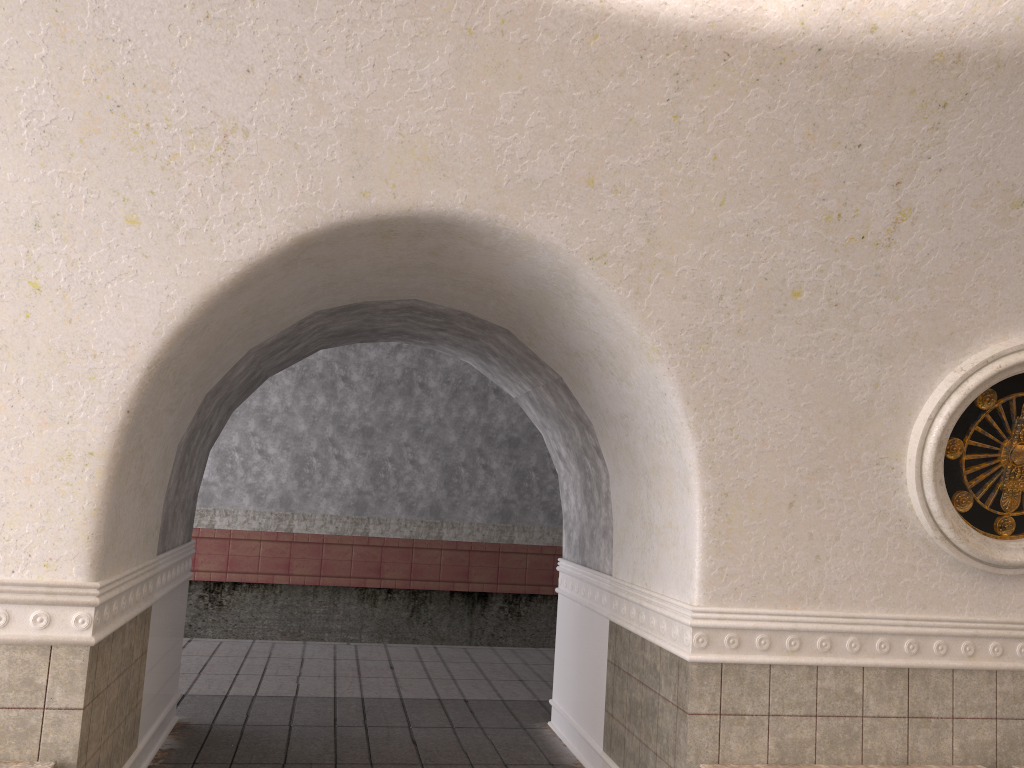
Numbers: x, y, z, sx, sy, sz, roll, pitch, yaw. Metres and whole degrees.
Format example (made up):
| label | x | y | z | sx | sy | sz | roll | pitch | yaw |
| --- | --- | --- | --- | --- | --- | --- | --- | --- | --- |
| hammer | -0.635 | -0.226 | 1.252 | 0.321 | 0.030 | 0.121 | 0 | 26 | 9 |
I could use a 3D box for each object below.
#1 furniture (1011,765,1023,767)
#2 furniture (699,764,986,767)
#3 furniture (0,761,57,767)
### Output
| label | x | y | z | sx | sy | sz | roll | pitch | yaw |
| --- | --- | --- | --- | --- | --- | --- | --- | --- | --- |
| furniture | 3.310 | 2.214 | 4.309 | 1.509 | 0.508 | 0.613 | 5 | -7 | -11 |
| furniture | 1.664 | 2.074 | 3.997 | 1.509 | 0.508 | 0.613 | 5 | -7 | -11 |
| furniture | -2.573 | 1.715 | 3.195 | 1.509 | 0.508 | 0.613 | 5 | -7 | -11 |
